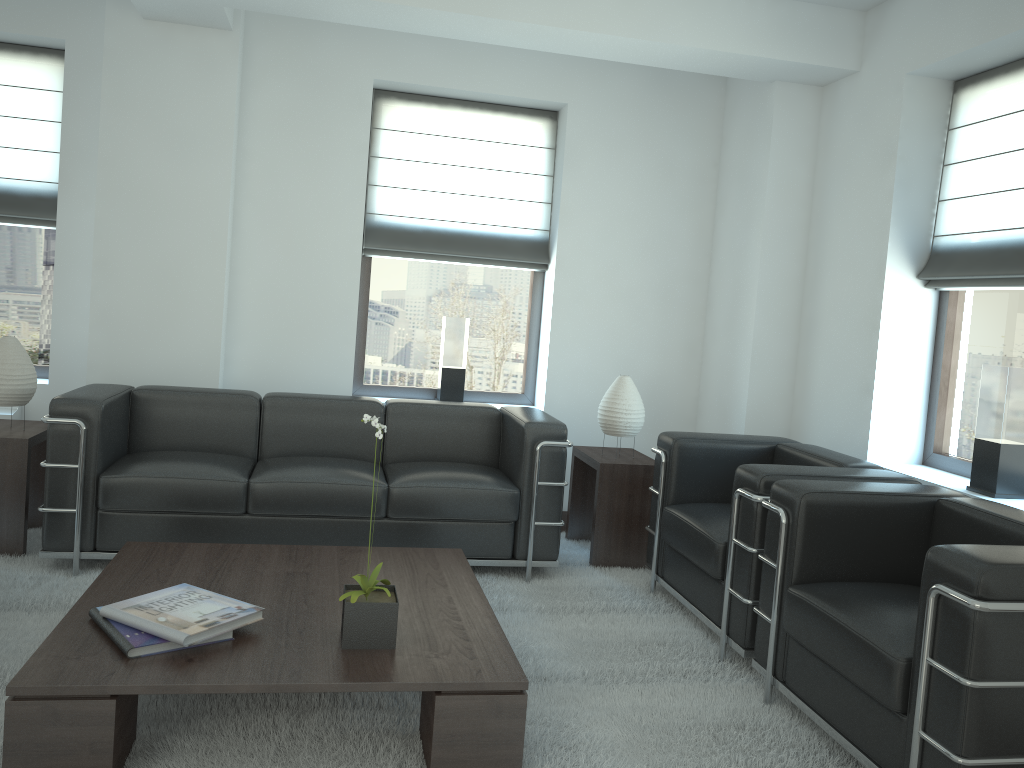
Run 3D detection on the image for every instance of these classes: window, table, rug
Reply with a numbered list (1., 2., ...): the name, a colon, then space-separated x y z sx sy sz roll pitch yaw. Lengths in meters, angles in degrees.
1. window: -4.544 -1.451 7.335 1.700 2.727 0.146 4 3 -12
2. table: -3.565 0.727 6.216 0.526 0.843 0.788 4 4 -12
3. window: -0.531 -1.210 8.163 1.700 2.727 0.146 4 3 -12
4. window: 3.350 -0.666 5.308 0.146 2.727 2.137 4 4 -12
5. rug: -0.835 1.437 4.832 6.249 0.110 5.181 3 5 -12
6. table: -1.084 1.270 4.337 1.935 0.440 1.925 3 5 -12
7. table: 0.810 0.990 7.119 0.526 0.843 0.788 4 4 -12

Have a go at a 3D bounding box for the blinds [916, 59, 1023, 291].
1. blinds: 3.234 -1.300 5.238 0.222 1.474 2.128 4 4 -12

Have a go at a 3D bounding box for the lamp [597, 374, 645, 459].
1. lamp: 0.864 0.253 7.017 0.375 0.653 0.375 6 4 17

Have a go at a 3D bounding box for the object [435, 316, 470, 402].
1. object: -0.532 -0.213 7.989 0.238 0.775 0.244 4 3 -12

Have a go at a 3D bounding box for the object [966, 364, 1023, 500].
1. object: 2.962 0.283 5.336 0.238 0.775 0.244 4 3 -12

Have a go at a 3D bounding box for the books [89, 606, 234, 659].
1. books: -1.517 1.035 3.829 0.446 0.045 0.519 0 6 -41

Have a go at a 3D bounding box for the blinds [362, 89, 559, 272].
1. blinds: -0.445 -1.818 7.975 1.685 1.474 0.223 4 3 -12

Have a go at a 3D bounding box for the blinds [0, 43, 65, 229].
1. blinds: -4.456 -2.059 7.147 1.685 1.474 0.223 4 3 -12

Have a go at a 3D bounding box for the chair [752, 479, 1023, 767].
1. chair: 1.953 1.167 4.044 1.123 1.168 1.650 4 4 -12

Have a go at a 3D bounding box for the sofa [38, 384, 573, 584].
1. sofa: -1.393 0.706 6.416 3.475 1.168 1.126 3 4 -12

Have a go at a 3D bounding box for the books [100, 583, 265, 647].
1. books: -1.426 0.995 3.850 0.519 0.045 0.446 7 6 29

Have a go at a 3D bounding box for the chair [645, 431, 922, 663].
1. chair: 1.627 1.001 5.693 1.123 1.168 1.650 4 4 -12

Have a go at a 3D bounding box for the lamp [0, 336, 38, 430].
1. lamp: -3.488 -0.008 6.119 0.374 0.653 0.375 4 4 -7

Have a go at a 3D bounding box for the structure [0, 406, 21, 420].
1. structure: -4.648 0.456 6.874 1.461 0.725 0.194 4 3 -12

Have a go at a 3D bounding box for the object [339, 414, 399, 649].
1. object: -0.611 0.626 3.886 0.252 0.990 0.336 4 3 -12
